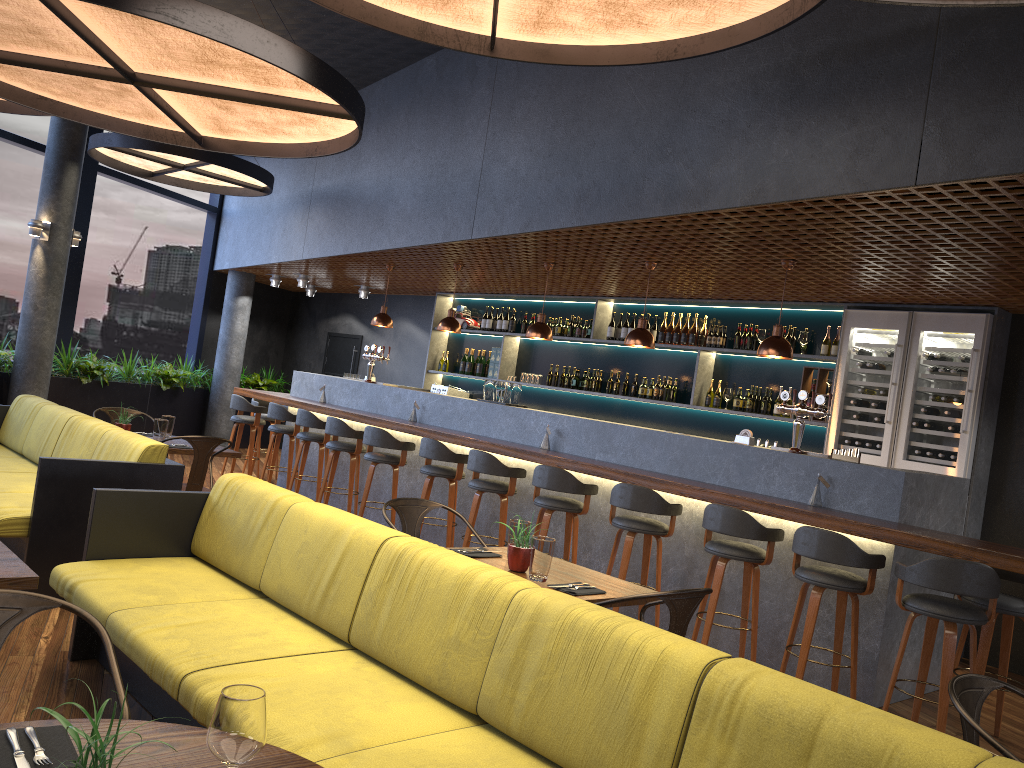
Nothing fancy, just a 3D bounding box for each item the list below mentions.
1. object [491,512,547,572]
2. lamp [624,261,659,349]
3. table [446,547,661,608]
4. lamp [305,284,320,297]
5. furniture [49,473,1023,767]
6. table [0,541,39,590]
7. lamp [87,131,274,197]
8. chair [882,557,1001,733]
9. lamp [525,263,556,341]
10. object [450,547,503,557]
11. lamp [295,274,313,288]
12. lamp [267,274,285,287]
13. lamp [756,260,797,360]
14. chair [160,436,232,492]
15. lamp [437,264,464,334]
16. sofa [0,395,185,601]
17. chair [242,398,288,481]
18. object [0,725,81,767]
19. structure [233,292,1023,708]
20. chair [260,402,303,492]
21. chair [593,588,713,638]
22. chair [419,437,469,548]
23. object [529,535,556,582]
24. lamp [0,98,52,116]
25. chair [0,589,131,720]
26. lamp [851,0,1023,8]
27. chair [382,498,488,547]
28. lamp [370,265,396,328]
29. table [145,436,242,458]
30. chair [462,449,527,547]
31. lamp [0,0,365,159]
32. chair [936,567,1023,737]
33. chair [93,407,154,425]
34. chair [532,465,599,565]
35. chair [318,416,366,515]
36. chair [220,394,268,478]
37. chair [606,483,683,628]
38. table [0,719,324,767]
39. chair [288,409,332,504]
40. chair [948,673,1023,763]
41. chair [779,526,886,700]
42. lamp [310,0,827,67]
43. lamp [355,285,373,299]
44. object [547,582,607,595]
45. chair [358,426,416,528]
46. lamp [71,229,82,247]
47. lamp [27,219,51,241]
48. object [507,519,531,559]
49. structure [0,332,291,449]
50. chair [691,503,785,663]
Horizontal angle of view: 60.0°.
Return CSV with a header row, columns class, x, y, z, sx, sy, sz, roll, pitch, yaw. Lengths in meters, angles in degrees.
class,x,y,z,sx,sy,sz,roll,pitch,yaw
object,0.048,0.676,3.857,0.238,0.271,0.260,9,-1,-21
lamp,1.058,-0.629,7.036,0.250,0.673,0.250,8,-1,-10
table,-0.022,1.189,3.845,0.887,0.763,0.906,9,-1,-43
lamp,-3.111,-1.445,13.712,0.228,0.172,0.228,9,-1,-42
furniture,-0.384,1.027,0.390,7.462,0.914,4.895,8,-1,43
table,-2.118,0.869,2.713,0.906,0.763,0.887,9,-1,-43
lamp,-3.651,-2.924,10.065,1.979,1.093,1.979,8,-1,11
chair,2.110,1.364,4.435,0.483,1.048,0.438,8,-1,39
lamp,0.287,-0.735,7.887,0.250,0.673,0.250,8,-1,-10
object,-0.151,0.776,4.114,0.255,0.019,0.157,9,-1,-43
lamp,-2.895,-1.427,12.274,0.228,0.172,0.228,9,-1,-42
lamp,-3.440,-1.502,12.901,0.228,0.172,0.228,9,-1,-42
lamp,1.867,-0.518,6.145,0.250,0.673,0.250,8,-1,-10
chair,-2.339,0.790,6.310,0.504,0.917,0.541,9,-1,-42
lamp,-0.582,-0.854,8.845,0.250,0.673,0.250,8,-1,-10
sofa,-3.401,0.636,6.161,0.966,0.914,3.061,9,-1,-42
chair,-3.063,0.663,11.067,0.483,1.048,0.438,9,-1,-14
object,-0.850,0.652,1.562,0.157,0.019,0.255,9,-1,-36
structure,0.811,0.373,8.079,2.700,2.700,9.298,9,-1,-42
chair,-2.440,0.740,9.503,0.483,1.048,0.438,8,-1,19
chair,0.422,1.171,3.400,0.504,0.917,0.541,9,-1,-42
chair,-0.608,0.991,7.499,0.483,1.048,0.438,8,-1,19
object,0.121,0.732,3.705,0.102,0.178,0.102,8,-1,33
lamp,-4.599,-3.036,6.584,2.778,1.159,2.778,8,-1,-7
chair,-1.088,0.933,1.770,0.504,0.917,0.541,9,-1,-42
lamp,1.187,-2.050,1.619,2.778,1.475,2.778,9,-1,-38
chair,-0.411,1.056,4.318,0.504,0.917,0.541,9,-1,-42
lamp,-1.380,-0.964,9.725,0.250,0.673,0.250,8,-1,35
table,-2.750,0.814,6.807,0.906,0.763,0.887,9,-1,-43
chair,-0.191,1.048,6.957,0.438,1.048,0.483,9,-1,-14
lamp,-2.195,-2.514,5.381,2.778,1.475,2.778,8,-1,12
chair,2.637,1.446,4.871,0.483,1.048,0.438,8,-1,19
chair,-3.184,0.674,7.242,0.504,0.917,0.541,9,-1,-42
chair,0.330,1.120,6.442,0.483,1.048,0.438,8,-1,8
chair,-1.630,0.850,8.515,0.438,1.048,0.483,9,-1,-14
chair,-3.023,0.659,10.080,0.483,1.048,0.438,8,-1,19
chair,0.818,1.187,5.935,0.438,1.048,0.483,9,-1,-28
table,-0.710,1.064,1.293,1.007,0.760,1.007,8,-1,-5
chair,-2.032,0.796,9.071,0.483,1.048,0.438,8,-1,19
chair,1.383,1.302,2.318,0.504,0.917,0.541,9,-1,-42
chair,1.709,1.309,4.863,0.438,1.048,0.483,9,-1,-14
lamp,0.041,-2.380,3.523,2.778,1.159,2.778,8,-1,8
lamp,-2.100,-1.307,12.597,0.228,0.172,0.228,9,-1,-42
object,0.252,0.831,3.622,0.255,0.019,0.157,9,-1,-43
chair,-1.174,0.912,7.951,0.438,1.048,0.483,9,-1,-23
lamp,-5.202,-1.717,10.516,0.215,0.215,0.189,8,-1,26
lamp,-5.355,-1.745,9.974,0.215,0.215,0.189,8,-1,8
object,0.028,0.722,4.081,0.102,0.178,0.102,8,-1,-7
structure,-6.871,-0.111,8.014,0.808,1.413,17.112,8,-1,23
chair,1.341,1.259,5.366,0.483,1.048,0.438,8,-1,19
